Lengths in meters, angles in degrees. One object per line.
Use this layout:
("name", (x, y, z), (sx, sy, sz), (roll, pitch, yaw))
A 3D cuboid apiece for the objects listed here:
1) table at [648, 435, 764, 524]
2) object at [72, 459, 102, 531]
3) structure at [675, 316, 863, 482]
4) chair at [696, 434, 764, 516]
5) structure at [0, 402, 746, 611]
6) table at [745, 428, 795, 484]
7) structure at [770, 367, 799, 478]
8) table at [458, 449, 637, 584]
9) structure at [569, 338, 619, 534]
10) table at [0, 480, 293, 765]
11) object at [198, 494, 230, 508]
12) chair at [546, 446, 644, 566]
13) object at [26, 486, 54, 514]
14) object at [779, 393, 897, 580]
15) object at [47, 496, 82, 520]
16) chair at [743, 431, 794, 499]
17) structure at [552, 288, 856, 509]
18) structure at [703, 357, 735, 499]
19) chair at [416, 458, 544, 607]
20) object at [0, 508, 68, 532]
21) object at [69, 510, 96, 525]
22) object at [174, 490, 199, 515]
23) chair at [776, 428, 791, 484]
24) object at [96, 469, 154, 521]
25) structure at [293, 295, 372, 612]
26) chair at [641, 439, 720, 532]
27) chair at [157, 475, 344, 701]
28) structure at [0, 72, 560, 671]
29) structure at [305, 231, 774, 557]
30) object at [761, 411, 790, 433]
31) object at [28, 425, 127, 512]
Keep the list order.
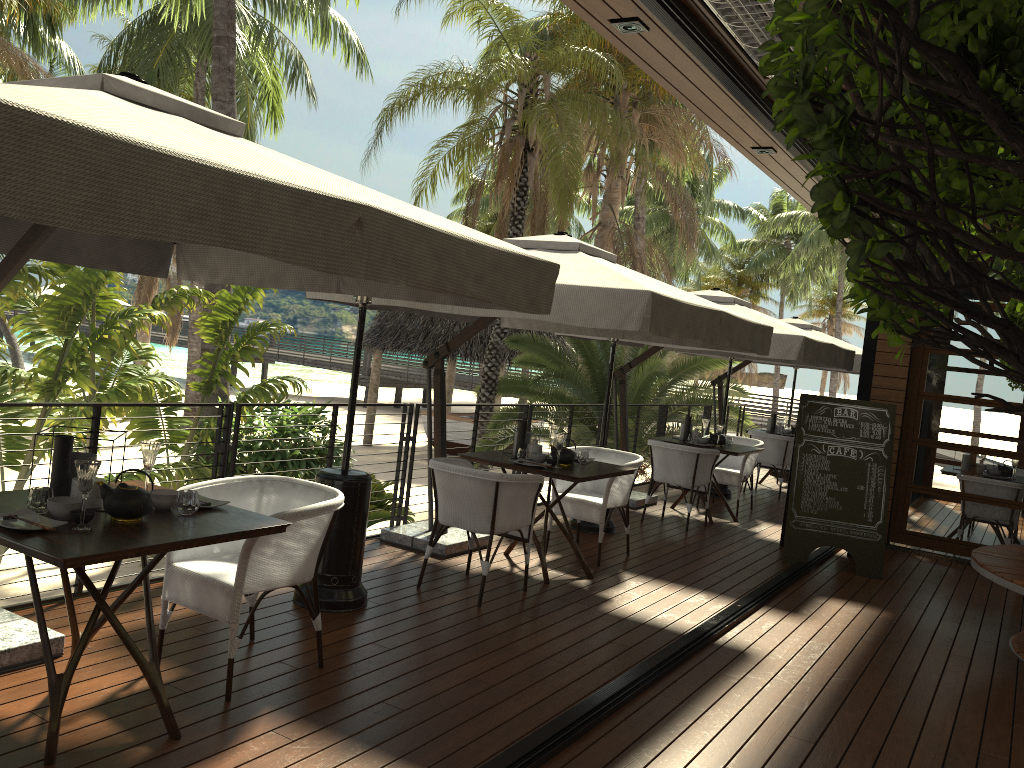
("table", (1.950, 0.977, 9.052), (0.932, 0.749, 0.931), (8, 2, 31))
("object", (-1.412, 0.367, 2.931), (0.082, 0.227, 0.082), (8, 2, 32))
("structure", (3.671, 0.255, 11.923), (2.416, 2.331, 2.412), (8, 2, 31))
("chair", (2.388, 0.979, 9.726), (0.628, 0.788, 0.616), (8, 2, 32))
("structure", (-3.036, 0.632, 2.970), (0.163, 1.152, 26.253), (7, 3, 31))
("table", (3.681, 1.048, 11.959), (0.932, 0.749, 0.931), (8, 2, 31))
("structure", (4.253, 0.317, 13.486), (0.700, 2.191, 0.699), (7, 2, 18))
("table", (0.219, 0.907, 6.144), (0.932, 0.749, 0.931), (8, 2, 31))
("structure", (0.825, 0.178, 7.728), (0.700, 2.191, 0.699), (7, 2, 18))
("table", (-1.512, 0.836, 3.236), (0.932, 0.749, 0.931), (8, 2, 31))
("object", (-1.286, 0.460, 3.528), (0.295, 0.025, 0.170), (8, 3, 31))
("chair", (0.635, 0.908, 6.780), (0.628, 0.788, 0.616), (8, 2, 32))
("object", (-1.644, 0.407, 3.094), (0.086, 0.086, 0.086), (8, 2, 35))
("object", (2.759, 0.816, 7.510), (0.769, 1.396, 0.771), (7, 2, 15))
("object", (-1.541, 0.431, 3.055), (0.116, 0.065, 0.116), (8, 3, 29))
("chair", (3.288, 1.014, 11.286), (0.628, 0.788, 0.616), (8, 2, 32))
("structure", (1.945, 0.185, 9.023), (2.416, 2.331, 2.412), (8, 2, 31))
("structure", (2.562, 0.249, 10.646), (0.700, 2.191, 0.699), (7, 2, 18))
("chair", (-0.210, 0.871, 5.409), (0.628, 0.788, 0.616), (8, 2, 32))
("object", (-1.583, 0.454, 2.897), (0.295, 0.025, 0.170), (8, 3, 31))
("object", (-1.458, 0.455, 3.006), (0.080, 0.042, 0.080), (6, 2, -8))
("object", (-1.219, 0.446, 3.326), (0.086, 0.086, 0.086), (8, 2, 35))
("chair", (4.128, 1.050, 12.648), (0.628, 0.788, 0.616), (8, 2, 32))
("object", (-1.365, 0.389, 3.157), (0.163, 0.179, 0.168), (8, 2, 33))
("structure", (-0.877, 0.108, 4.869), (0.700, 2.191, 0.699), (7, 2, 18))
("chair", (1.573, 0.944, 8.405), (0.628, 0.788, 0.616), (8, 2, 32))
("chair", (-1.111, 0.837, 3.846), (0.628, 0.788, 0.616), (8, 2, 32))
("structure", (-1.507, 0.044, 3.224), (2.416, 2.331, 2.412), (8, 2, 31))
("structure", (0.219, 0.115, 6.123), (2.416, 2.331, 2.412), (8, 2, 31))
("object", (3.578, 0.523, 12.036), (0.263, 0.264, 0.264), (6, 2, -14))
("object", (-1.616, 0.312, 3.312), (0.263, 0.264, 0.264), (6, 2, -14))
